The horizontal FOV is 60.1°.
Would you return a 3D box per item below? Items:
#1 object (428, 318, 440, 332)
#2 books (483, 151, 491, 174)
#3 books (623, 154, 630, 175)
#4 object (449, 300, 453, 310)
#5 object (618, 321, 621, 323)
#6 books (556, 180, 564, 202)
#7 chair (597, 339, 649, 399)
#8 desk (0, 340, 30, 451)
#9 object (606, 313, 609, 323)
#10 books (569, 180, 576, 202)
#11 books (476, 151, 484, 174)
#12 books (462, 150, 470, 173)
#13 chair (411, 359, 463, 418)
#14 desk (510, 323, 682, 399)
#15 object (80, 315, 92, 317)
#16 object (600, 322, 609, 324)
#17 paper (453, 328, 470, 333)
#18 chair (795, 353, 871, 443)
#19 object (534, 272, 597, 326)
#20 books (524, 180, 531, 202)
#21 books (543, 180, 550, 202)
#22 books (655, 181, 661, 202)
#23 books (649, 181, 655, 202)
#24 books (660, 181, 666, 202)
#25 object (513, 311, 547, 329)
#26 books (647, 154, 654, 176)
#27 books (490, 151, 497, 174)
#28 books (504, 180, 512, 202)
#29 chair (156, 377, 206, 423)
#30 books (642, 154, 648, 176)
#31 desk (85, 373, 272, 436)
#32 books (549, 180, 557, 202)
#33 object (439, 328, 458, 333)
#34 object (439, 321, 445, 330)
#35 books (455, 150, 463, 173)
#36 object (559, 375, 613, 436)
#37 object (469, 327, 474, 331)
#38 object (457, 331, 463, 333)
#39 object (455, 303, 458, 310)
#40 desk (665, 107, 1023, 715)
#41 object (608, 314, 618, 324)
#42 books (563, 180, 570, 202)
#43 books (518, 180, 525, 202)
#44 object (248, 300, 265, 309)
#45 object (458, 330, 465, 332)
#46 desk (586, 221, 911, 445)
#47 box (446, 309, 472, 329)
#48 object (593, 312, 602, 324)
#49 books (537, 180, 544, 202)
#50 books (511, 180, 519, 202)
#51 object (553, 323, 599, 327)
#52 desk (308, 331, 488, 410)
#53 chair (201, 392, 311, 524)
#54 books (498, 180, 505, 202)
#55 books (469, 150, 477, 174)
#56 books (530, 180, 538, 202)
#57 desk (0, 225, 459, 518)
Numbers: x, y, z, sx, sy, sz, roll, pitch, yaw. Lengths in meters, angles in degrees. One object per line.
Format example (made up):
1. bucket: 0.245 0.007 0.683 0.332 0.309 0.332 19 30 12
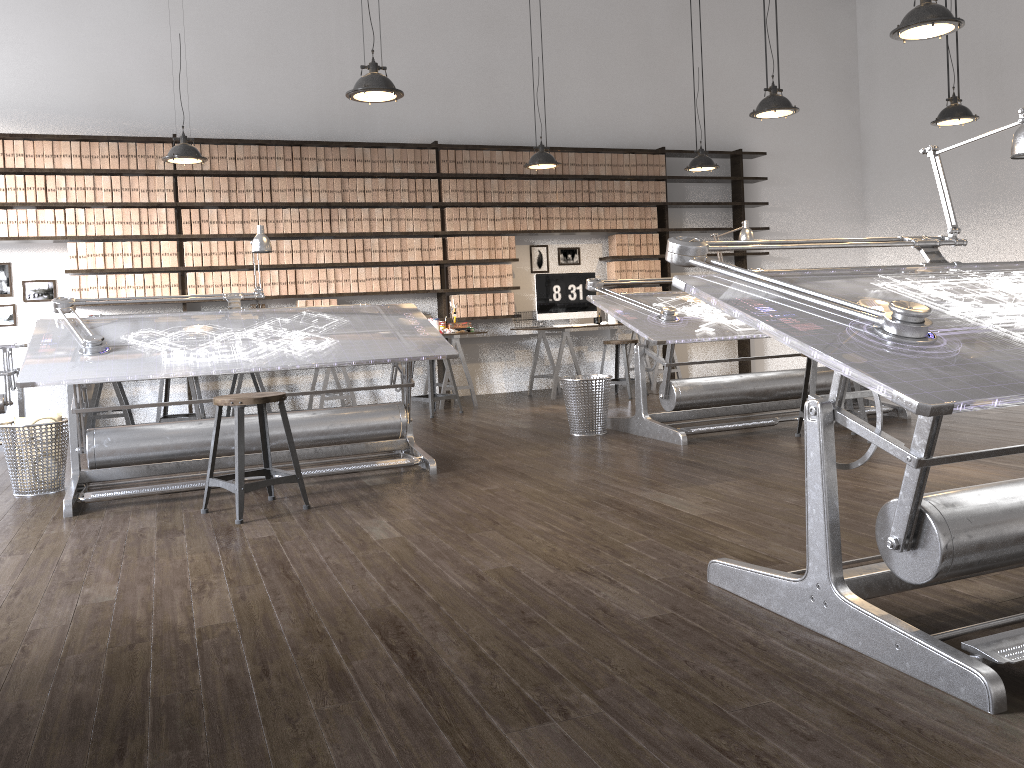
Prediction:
1. object: -0.719 -0.536 8.180 0.105 0.141 0.104 -3 3 -14
2. books: -0.269 -2.141 8.613 0.067 0.225 0.175 -4 3 -21
3. books: 1.149 -2.256 9.173 0.067 0.225 0.174 -4 3 -21
4. object: -0.553 -0.674 8.244 0.055 0.214 0.007 -3 2 -15
5. object: 1.067 -0.677 8.840 0.068 0.154 0.068 -1 3 45
6. books: 0.450 -1.922 8.898 0.067 0.225 0.175 -4 3 -21
7. chair: 1.004 -0.136 8.101 0.371 0.527 0.359 -1 3 37
8. desk: -4.255 -0.052 6.628 1.270 1.096 1.072 -4 3 -21
9. object: 0.988 -0.675 8.879 0.097 0.143 0.096 -3 3 -4
10. books: 0.574 -1.932 8.952 0.067 0.225 0.175 -4 3 -21
11. books: -0.334 -2.136 8.594 0.067 0.225 0.175 -4 3 -21
12. books: -0.464 -2.125 8.538 0.067 0.225 0.174 -4 3 -21
13. chair: -0.670 0.002 7.415 0.358 0.527 0.372 0 4 42
14. desk: 0.893 -0.252 8.687 1.670 0.668 0.656 -4 4 -21
15. object: -3.506 -0.482 7.315 0.107 0.176 0.108 -4 3 -20
16. object: 0.892 -0.590 8.563 0.059 0.028 0.106 -5 5 -25
17. paper: -0.455 -0.493 8.105 0.155 0.038 0.138 -3 5 -7
18. chair: 1.848 0.070 5.132 0.371 0.527 0.359 -2 3 7
19. object: 0.519 -0.824 8.670 0.644 0.517 0.204 -4 3 -21
20. books: 0.119 -1.895 8.772 0.067 0.225 0.175 -4 3 -21
21. books: 0.315 -1.911 8.853 0.067 0.225 0.174 -4 3 -21
22. books: 1.489 -2.006 9.312 0.067 0.225 0.175 -4 3 -21
23. books: 1.428 -2.001 9.283 0.067 0.225 0.175 -4 3 -21
24. books: 1.548 -2.011 9.333 0.067 0.225 0.175 -4 3 -21
25. object: 0.172 -0.624 8.601 0.284 0.160 0.204 -5 4 -29
26. books: 1.411 -2.277 9.278 0.067 0.225 0.175 -4 3 -21
27. books: -0.209 -2.146 8.642 0.067 0.225 0.175 -4 3 -21
28. books: -0.065 -1.881 8.703 0.067 0.225 0.175 -4 3 -21
29. chair: -2.529 0.146 6.759 0.372 0.527 0.359 -3 3 -13
30. books: 1.342 -2.272 9.250 0.067 0.225 0.175 -4 3 -21
31. desk: -2.737 0.042 7.261 1.670 0.668 0.656 -4 4 -21
32. books: 0.382 -1.916 8.875 0.067 0.225 0.174 -4 3 -21
33. object: -0.570 -0.486 8.037 0.132 0.050 0.197 1 6 39
34. object: -0.643 -0.525 8.169 0.049 0.111 0.049 -3 2 -18
35. books: -0.532 -2.120 8.517 0.067 0.225 0.175 -4 3 -21
36. object: 0.497 0.142 5.859 0.353 0.377 0.354 -3 3 0
37. object: -0.375 -0.506 8.204 0.049 0.037 0.049 -4 4 -18
38. object: -0.472 -0.474 8.071 0.008 0.006 0.119 -1 5 28
39. object: -0.535 -0.663 8.249 0.071 0.186 0.008 -2 2 21
40. desk: 1.530 -0.136 2.529 2.071 1.384 1.078 -4 3 -21
41. object: 1.000 -0.668 8.772 0.094 0.144 0.095 -3 3 5
42. books: 0.517 -1.927 8.925 0.067 0.225 0.175 -4 3 -21
43. books: 0.060 -1.891 8.751 0.067 0.225 0.175 -4 3 -21
44. object: -2.255 -0.638 7.886 0.182 0.271 0.156 -5 3 -37
45. object: -0.464 -0.482 8.069 0.011 0.017 0.172 -1 5 37
46. desk: 1.582 -0.424 5.973 2.071 1.384 1.078 -4 3 -21
47. box: -0.501 -0.591 8.251 0.212 0.207 0.138 -4 3 -21
48. object: 0.861 -0.668 8.885 0.097 0.142 0.092 -5 4 -42
49. books: 0.251 -1.906 8.826 0.067 0.225 0.175 -4 3 -21
50. books: 0.000 -1.885 8.722 0.067 0.225 0.175 -4 3 -21
51. object: 0.609 -0.558 8.436 0.439 0.017 0.119 -5 5 -26
52. desk: -1.097 -0.091 7.905 1.670 0.668 0.656 -4 4 -21
53. chair: -1.153 0.313 3.944 0.359 0.527 0.371 -5 4 -43
54. books: -0.131 -1.875 8.677 0.067 0.225 0.174 -4 3 -21
55. books: -0.400 -2.131 8.568 0.067 0.225 0.174 -4 3 -21
56. books: 0.187 -1.901 8.797 0.067 0.225 0.175 -4 3 -21
57. desk: -1.533 -0.172 4.749 2.282 1.384 1.078 -4 3 -21
